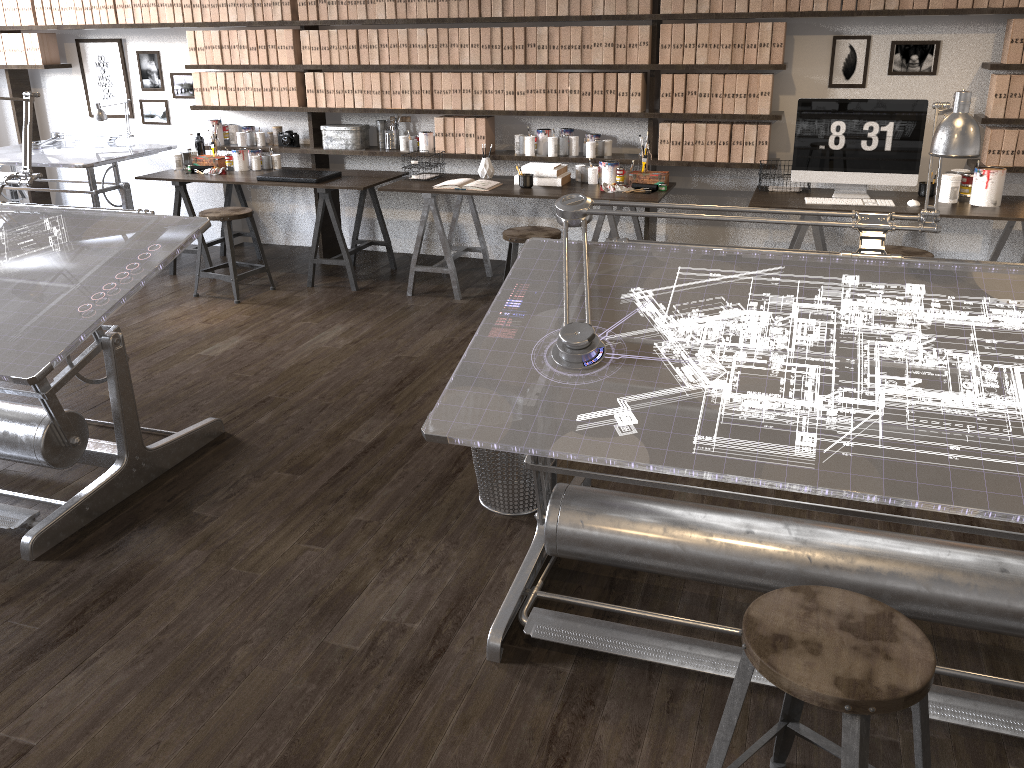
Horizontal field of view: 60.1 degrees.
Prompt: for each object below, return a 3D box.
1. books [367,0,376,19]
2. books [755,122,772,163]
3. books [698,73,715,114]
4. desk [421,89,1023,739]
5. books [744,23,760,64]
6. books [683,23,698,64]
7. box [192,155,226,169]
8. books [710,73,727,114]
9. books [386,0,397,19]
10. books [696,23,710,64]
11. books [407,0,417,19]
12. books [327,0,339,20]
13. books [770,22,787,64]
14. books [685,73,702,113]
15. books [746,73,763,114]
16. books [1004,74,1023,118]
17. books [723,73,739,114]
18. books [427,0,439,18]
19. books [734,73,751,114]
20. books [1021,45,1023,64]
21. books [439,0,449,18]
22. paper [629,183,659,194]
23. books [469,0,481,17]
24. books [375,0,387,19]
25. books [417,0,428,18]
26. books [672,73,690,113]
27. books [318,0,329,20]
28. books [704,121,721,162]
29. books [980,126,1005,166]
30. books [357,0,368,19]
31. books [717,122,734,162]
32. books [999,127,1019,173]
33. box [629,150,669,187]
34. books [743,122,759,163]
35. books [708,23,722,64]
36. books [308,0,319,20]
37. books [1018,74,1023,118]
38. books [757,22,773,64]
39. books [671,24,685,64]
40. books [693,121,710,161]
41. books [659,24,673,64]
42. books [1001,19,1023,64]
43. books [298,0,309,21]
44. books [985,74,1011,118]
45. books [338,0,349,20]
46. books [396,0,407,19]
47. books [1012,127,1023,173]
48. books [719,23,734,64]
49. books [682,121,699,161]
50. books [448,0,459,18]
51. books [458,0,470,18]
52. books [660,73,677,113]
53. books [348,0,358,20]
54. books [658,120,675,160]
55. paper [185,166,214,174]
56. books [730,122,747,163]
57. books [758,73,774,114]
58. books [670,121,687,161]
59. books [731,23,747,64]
[{"bbox_3d":[-0.857,-2.434,5.641,0.067,0.222,0.177,6,21,18],"label":"books"},{"bbox_3d":[1.467,-1.404,5.166,0.067,0.222,0.177,6,21,17],"label":"books"},{"bbox_3d":[1.135,-1.697,5.178,0.067,0.222,0.177,6,21,17],"label":"books"},{"bbox_3d":[0.927,-0.026,2.258,2.072,1.364,1.093,6,21,18],"label":"desk"},{"bbox_3d":[1.364,-1.928,5.018,0.067,0.222,0.177,6,21,17],"label":"books"},{"bbox_3d":[1.039,-1.963,5.117,0.067,0.222,0.177,6,21,18],"label":"books"},{"bbox_3d":[-2.069,-1.524,6.091,0.212,0.082,0.140,6,22,17],"label":"box"},{"bbox_3d":[1.203,-1.691,5.160,0.067,0.222,0.177,6,21,18],"label":"books"},{"bbox_3d":[-0.730,-2.418,5.597,0.067,0.222,0.177,6,21,17],"label":"books"},{"bbox_3d":[1.109,-1.956,5.097,0.067,0.222,0.177,6,21,17],"label":"books"},{"bbox_3d":[-0.595,-2.405,5.559,0.067,0.222,0.177,6,21,18],"label":"books"},{"bbox_3d":[-1.120,-2.463,5.722,0.067,0.222,0.177,6,21,17],"label":"books"},{"bbox_3d":[1.498,-1.912,4.975,0.067,0.222,0.177,6,21,18],"label":"books"},{"bbox_3d":[1.069,-1.707,5.203,0.067,0.222,0.177,6,21,17],"label":"books"},{"bbox_3d":[1.397,-1.668,5.096,0.067,0.222,0.177,6,21,18],"label":"books"},{"bbox_3d":[2.649,-1.525,4.695,0.067,0.222,0.177,6,21,17],"label":"books"},{"bbox_3d":[1.271,-1.683,5.138,0.067,0.222,0.177,6,21,18],"label":"books"},{"bbox_3d":[-0.463,-2.387,5.509,0.067,0.222,0.177,6,21,17],"label":"books"},{"bbox_3d":[1.333,-1.674,5.112,0.067,0.222,0.177,6,21,17],"label":"books"},{"bbox_3d":[2.683,-1.776,4.594,0.067,0.222,0.177,6,21,18],"label":"books"},{"bbox_3d":[-0.394,-2.379,5.487,0.067,0.222,0.177,6,21,18],"label":"books"},{"bbox_3d":[0.737,-1.116,5.045,0.156,0.037,0.139,13,25,31],"label":"paper"},{"bbox_3d":[-0.202,-2.357,5.427,0.067,0.222,0.177,6,21,17],"label":"books"},{"bbox_3d":[-0.798,-2.427,5.620,0.067,0.222,0.177,6,21,18],"label":"books"},{"bbox_3d":[-0.531,-2.396,5.534,0.067,0.222,0.177,6,21,17],"label":"books"},{"bbox_3d":[0.996,-1.713,5.221,0.067,0.222,0.177,6,21,18],"label":"books"},{"bbox_3d":[-1.186,-2.473,5.748,0.067,0.222,0.177,6,21,17],"label":"books"},{"bbox_3d":[1.191,-1.436,5.255,0.067,0.222,0.177,6,21,18],"label":"books"},{"bbox_3d":[2.601,-1.273,4.802,0.067,0.222,0.177,6,21,18],"label":"books"},{"bbox_3d":[-0.922,-2.440,5.657,0.067,0.222,0.177,6,21,17],"label":"books"},{"bbox_3d":[1.260,-1.426,5.228,0.067,0.222,0.177,6,21,17],"label":"books"},{"bbox_3d":[2.663,-1.264,4.776,0.067,0.222,0.177,6,21,17],"label":"books"},{"bbox_3d":[0.800,-1.251,5.150,0.212,0.204,0.139,6,21,18],"label":"box"},{"bbox_3d":[1.399,-1.410,5.184,0.067,0.222,0.177,6,21,18],"label":"books"},{"bbox_3d":[1.169,-1.950,5.079,0.067,0.222,0.177,6,21,17],"label":"books"},{"bbox_3d":[-1.259,-2.479,5.766,0.067,0.222,0.177,6,21,18],"label":"books"},{"bbox_3d":[2.716,-1.518,4.675,0.067,0.222,0.177,6,21,17],"label":"books"},{"bbox_3d":[1.430,-1.919,4.993,0.067,0.222,0.177,6,21,18],"label":"books"},{"bbox_3d":[0.974,-1.972,5.142,0.067,0.222,0.177,6,21,17],"label":"books"},{"bbox_3d":[1.129,-1.442,5.273,0.067,0.222,0.177,6,21,17],"label":"books"},{"bbox_3d":[0.909,-1.981,5.165,0.067,0.222,0.177,6,21,17],"label":"books"},{"bbox_3d":[2.616,-1.784,4.616,0.067,0.222,0.177,6,21,18],"label":"books"},{"bbox_3d":[-1.327,-2.489,5.794,0.067,0.222,0.177,6,21,17],"label":"books"},{"bbox_3d":[2.581,-1.531,4.712,0.067,0.222,0.177,6,21,18],"label":"books"},{"bbox_3d":[-1.051,-2.457,5.705,0.067,0.222,0.177,6,21,18],"label":"books"},{"bbox_3d":[-0.662,-2.412,5.579,0.067,0.222,0.177,6,21,18],"label":"books"},{"bbox_3d":[2.728,-1.258,4.760,0.067,0.222,0.177,6,21,18],"label":"books"},{"bbox_3d":[1.231,-1.941,5.055,0.067,0.222,0.177,6,21,18],"label":"books"},{"bbox_3d":[1.067,-1.447,5.288,0.067,0.222,0.177,6,21,18],"label":"books"},{"bbox_3d":[-0.333,-2.374,5.472,0.067,0.222,0.177,6,21,17],"label":"books"},{"bbox_3d":[-0.270,-2.367,5.454,0.067,0.222,0.177,6,21,18],"label":"books"},{"bbox_3d":[0.928,-1.723,5.249,0.067,0.222,0.177,6,21,17],"label":"books"},{"bbox_3d":[-0.984,-2.449,5.683,0.067,0.222,0.177,6,21,18],"label":"books"},{"bbox_3d":[0.931,-1.464,5.335,0.067,0.222,0.177,6,21,17],"label":"books"},{"bbox_3d":[-2.103,-1.443,5.957,0.155,0.037,0.140,1,21,4],"label":"paper"},{"bbox_3d":[1.333,-1.419,5.210,0.067,0.222,0.177,6,21,18],"label":"books"},{"bbox_3d":[1.457,-1.661,5.076,0.067,0.222,0.177,6,21,18],"label":"books"},{"bbox_3d":[0.999,-1.455,5.310,0.067,0.222,0.177,6,21,17],"label":"books"},{"bbox_3d":[1.296,-1.935,5.040,0.067,0.222,0.177,6,21,17],"label":"books"}]
